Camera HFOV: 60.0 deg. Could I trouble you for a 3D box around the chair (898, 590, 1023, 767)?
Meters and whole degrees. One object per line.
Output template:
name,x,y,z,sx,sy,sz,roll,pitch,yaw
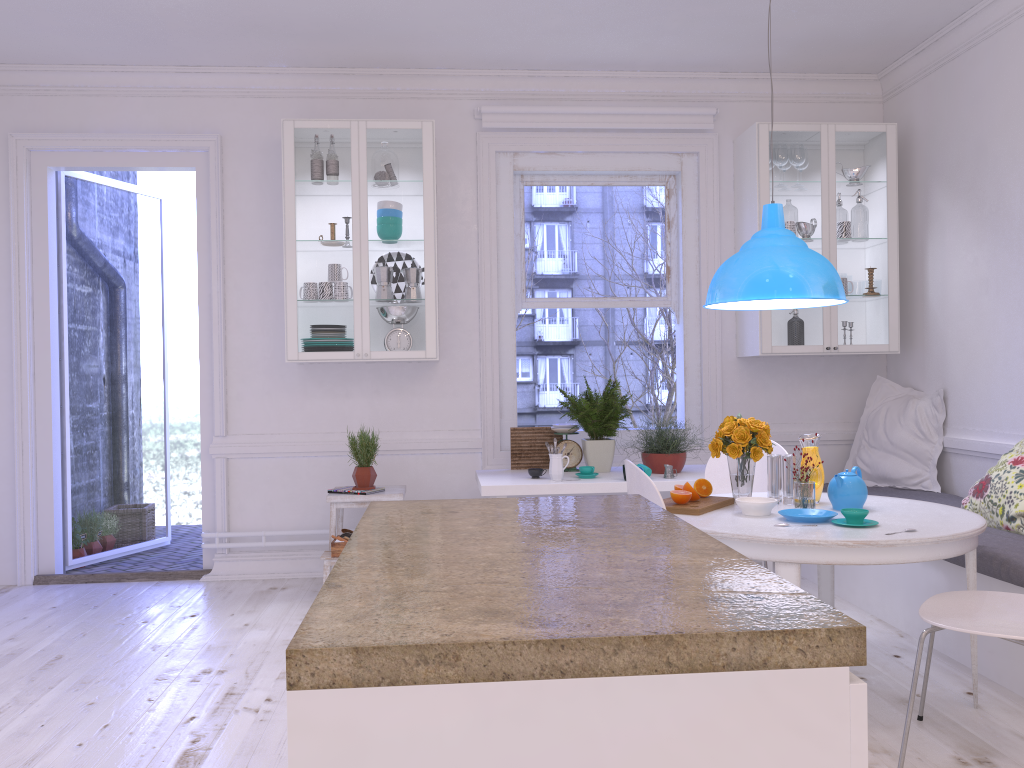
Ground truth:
chair,1.371,0.672,2.508,0.483,0.845,0.604,-1,0,30

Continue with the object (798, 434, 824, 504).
object,1.157,0.328,3.429,0.094,0.267,0.116,-1,0,22

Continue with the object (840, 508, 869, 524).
object,1.133,0.439,2.930,0.088,0.043,0.088,-1,0,3

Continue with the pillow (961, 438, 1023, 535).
pillow,2.196,0.385,3.628,0.509,0.447,0.592,-1,0,0

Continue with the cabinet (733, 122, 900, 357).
cabinet,1.776,-0.823,5.187,0.823,1.311,0.425,-1,0,-5

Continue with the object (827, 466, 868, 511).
object,1.240,0.385,3.269,0.156,0.151,0.150,-1,0,-1

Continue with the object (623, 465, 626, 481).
object,0.568,0.435,4.344,0.055,0.077,0.070,-1,0,21

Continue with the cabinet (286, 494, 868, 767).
cabinet,0.040,0.701,1.573,0.654,0.842,1.167,-1,0,-5

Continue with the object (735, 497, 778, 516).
object,0.879,0.441,3.188,0.147,0.052,0.147,-1,1,38

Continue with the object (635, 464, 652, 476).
object,0.651,0.429,4.423,0.069,0.059,0.082,-1,0,-27

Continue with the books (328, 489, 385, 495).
books,-0.832,0.573,4.748,0.246,0.011,0.180,-1,0,25

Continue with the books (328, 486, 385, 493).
books,-0.832,0.564,4.748,0.246,0.007,0.180,-1,0,25

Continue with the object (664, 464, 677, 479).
object,0.789,0.436,4.426,0.066,0.067,0.052,-1,0,-4

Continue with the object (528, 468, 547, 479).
object,0.121,0.456,4.512,0.079,0.048,0.082,-1,1,-45

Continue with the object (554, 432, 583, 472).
object,0.303,0.372,4.879,0.159,0.208,0.185,-1,0,-5

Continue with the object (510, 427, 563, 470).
object,0.140,0.359,4.973,0.294,0.237,0.028,-1,0,-5

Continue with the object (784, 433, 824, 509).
object,1.075,0.320,3.228,0.128,0.287,0.128,-1,0,-3

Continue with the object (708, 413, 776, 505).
object,0.897,0.290,3.442,0.234,0.351,0.235,-1,1,-40

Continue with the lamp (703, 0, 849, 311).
lamp,1.047,-1.293,3.586,0.568,1.948,0.568,-1,0,29

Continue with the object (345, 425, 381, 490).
object,-0.782,0.375,4.741,0.196,0.367,0.186,-1,1,40

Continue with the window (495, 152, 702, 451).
window,0.520,-0.501,5.428,1.234,1.782,0.181,-1,0,-5

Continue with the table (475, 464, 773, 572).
table,0.583,0.781,4.665,1.514,0.619,0.736,-1,0,-5

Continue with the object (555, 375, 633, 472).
object,0.454,0.209,4.774,0.438,0.527,0.368,-1,0,-5

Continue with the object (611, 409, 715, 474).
object,0.819,0.302,4.708,0.668,0.367,0.531,-1,0,20

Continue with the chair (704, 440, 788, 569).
chair,0.974,0.669,3.908,0.604,0.845,0.483,-1,1,41

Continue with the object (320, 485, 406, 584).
object,-0.770,0.845,4.722,0.418,0.534,0.599,-1,0,-5

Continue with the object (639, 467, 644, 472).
object,0.616,0.436,4.408,0.069,0.058,0.080,-1,0,-32

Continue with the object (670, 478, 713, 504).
object,0.666,0.409,3.399,0.129,0.075,0.285,-1,0,32

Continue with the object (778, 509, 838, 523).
object,1.016,0.454,3.049,0.196,0.023,0.196,-1,0,-17

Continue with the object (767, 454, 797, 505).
object,1.050,0.370,3.446,0.101,0.186,0.122,-1,0,25

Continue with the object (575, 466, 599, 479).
object,0.381,0.448,4.501,0.121,0.055,0.121,-1,1,36

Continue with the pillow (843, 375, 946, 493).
pillow,2.190,0.269,5.063,0.374,0.642,0.677,-1,0,-34

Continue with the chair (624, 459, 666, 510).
chair,0.642,0.680,3.088,0.483,0.845,0.604,-1,0,-5

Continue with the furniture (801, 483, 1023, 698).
furniture,2.055,0.821,3.588,0.769,0.508,3.296,-1,0,-5

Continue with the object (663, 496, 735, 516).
object,0.677,0.457,3.376,0.224,0.024,0.347,-1,1,35

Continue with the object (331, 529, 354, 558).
object,-0.739,0.805,4.517,0.358,0.110,0.211,-1,0,-2

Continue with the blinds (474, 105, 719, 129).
blinds,0.507,-1.568,5.233,1.451,0.131,0.136,-1,0,-5

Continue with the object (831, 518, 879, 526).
object,1.133,0.460,2.931,0.147,0.011,0.147,-1,0,-2

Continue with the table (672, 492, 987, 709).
table,1.082,0.779,3.219,1.140,0.629,1.140,-1,0,24

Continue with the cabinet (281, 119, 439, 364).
cabinet,-0.835,-0.780,4.979,0.823,1.311,0.425,-1,0,-5

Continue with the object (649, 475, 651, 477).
object,0.631,0.462,4.413,0.121,0.021,0.121,-1,1,36

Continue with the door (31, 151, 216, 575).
door,-2.277,-0.110,5.640,1.009,2.474,1.021,-1,0,-5

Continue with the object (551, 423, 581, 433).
object,0.296,0.245,4.889,0.164,0.047,0.163,-1,1,45
